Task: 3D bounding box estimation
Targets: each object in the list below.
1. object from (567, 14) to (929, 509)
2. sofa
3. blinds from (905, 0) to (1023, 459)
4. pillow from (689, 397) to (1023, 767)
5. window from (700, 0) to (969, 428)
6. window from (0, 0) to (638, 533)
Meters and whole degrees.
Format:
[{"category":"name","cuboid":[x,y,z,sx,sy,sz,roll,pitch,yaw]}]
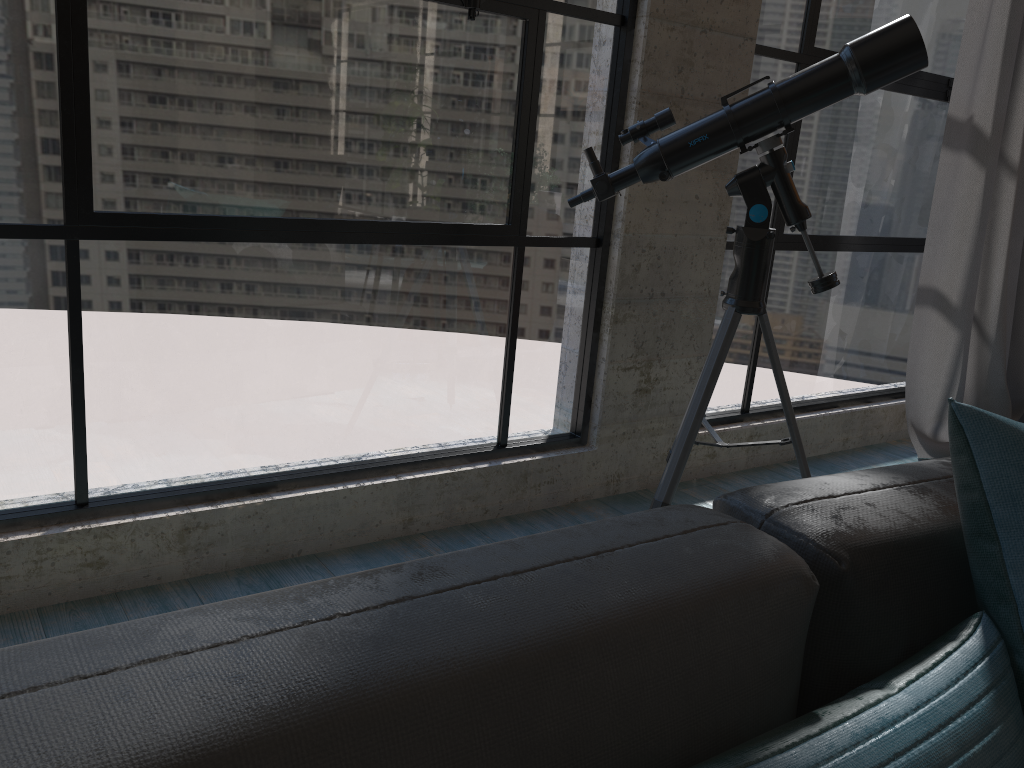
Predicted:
[{"category":"object","cuboid":[0.479,-0.148,2.111,0.595,1.406,0.617,-5,18,-33]},{"category":"sofa","cuboid":[0.390,0.527,0.911,2.063,0.680,1.019,-5,18,-35]},{"category":"blinds","cuboid":[2.120,-1.150,3.369,1.131,2.985,0.384,-5,18,-35]},{"category":"pillow","cuboid":[0.531,0.276,0.907,1.042,0.466,0.349,-2,16,-25]},{"category":"window","cuboid":[1.447,-1.131,3.295,1.780,2.530,0.081,-5,18,-35]},{"category":"window","cuboid":[-0.390,-0.961,2.017,1.780,2.530,0.081,-5,18,-35]}]
